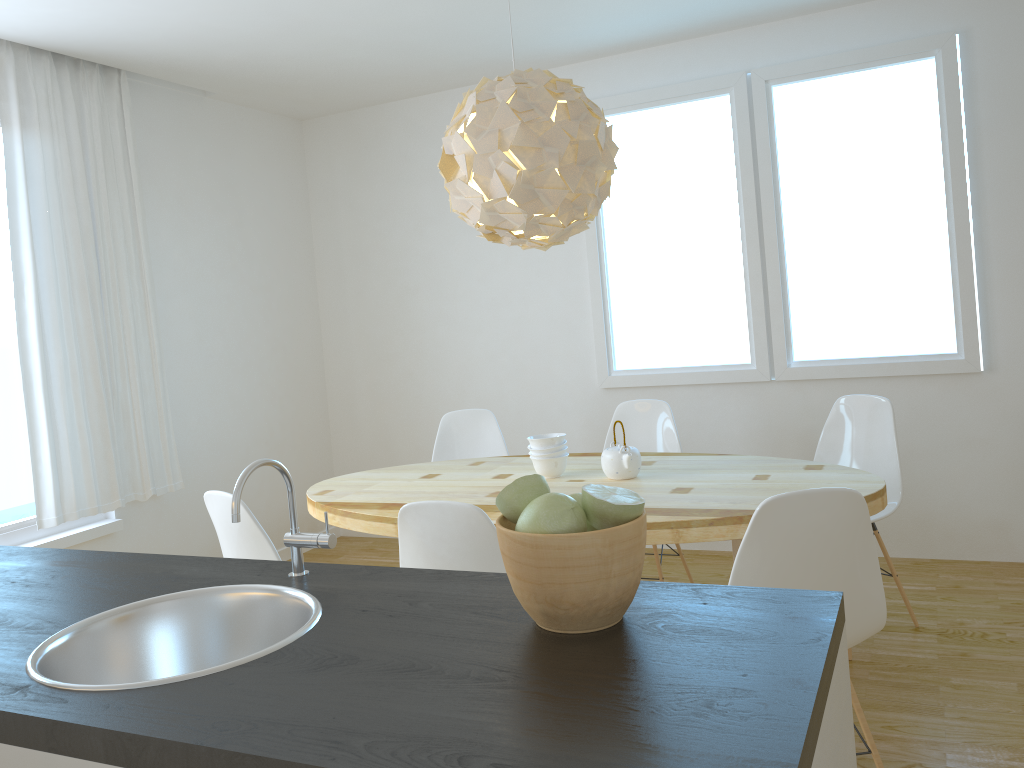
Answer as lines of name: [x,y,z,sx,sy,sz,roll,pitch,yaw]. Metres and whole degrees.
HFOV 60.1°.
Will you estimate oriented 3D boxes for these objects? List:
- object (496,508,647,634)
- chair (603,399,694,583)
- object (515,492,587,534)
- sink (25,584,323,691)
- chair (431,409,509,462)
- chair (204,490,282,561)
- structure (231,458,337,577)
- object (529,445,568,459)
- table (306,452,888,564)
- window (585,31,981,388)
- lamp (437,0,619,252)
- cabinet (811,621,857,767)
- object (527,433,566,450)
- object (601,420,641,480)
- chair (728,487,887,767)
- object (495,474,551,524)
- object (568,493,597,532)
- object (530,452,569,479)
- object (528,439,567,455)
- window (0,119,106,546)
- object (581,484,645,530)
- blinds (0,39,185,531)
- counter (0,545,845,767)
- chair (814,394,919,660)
object: [0.086,0.248,1.206,0.206,0.141,0.205,-6,4,-13]
chair: [0.546,0.550,3.943,0.429,0.900,0.525,-4,2,25]
object: [0.051,0.191,1.168,0.087,0.098,0.102,-8,4,-44]
sink: [-0.477,0.434,1.296,0.405,0.156,0.404,-7,5,-23]
chair: [-0.185,0.595,4.154,0.430,0.900,0.524,-5,2,0]
chair: [-0.668,0.744,2.885,0.525,0.900,0.429,-7,3,-45]
structure: [-0.380,0.229,1.469,0.096,0.215,0.163,-4,3,26]
object: [0.141,0.290,3.381,0.151,0.093,0.152,-7,4,-25]
table: [0.224,0.721,3.269,2.186,0.724,1.199,-3,4,24]
window: [0.777,-0.427,3.416,1.877,2.049,2.560,-4,4,25]
lamp: [0.038,-1.037,3.183,0.638,1.133,0.649,-4,2,25]
cabinet: [-0.710,0.862,1.470,2.396,0.908,0.603,-3,3,25]
object: [0.135,0.238,3.381,0.152,0.087,0.151,-8,5,-36]
object: [0.391,0.240,3.235,0.147,0.211,0.178,-4,3,25]
chair: [0.713,0.672,2.323,0.430,0.900,0.524,-5,2,-5]
object: [0.018,0.160,1.236,0.078,0.071,0.074,-8,4,-40]
object: [0.086,0.197,1.242,0.098,0.085,0.081,-5,3,-10]
object: [0.146,0.313,3.383,0.152,0.082,0.152,-7,4,-25]
object: [0.137,0.266,3.378,0.151,0.095,0.151,-2,5,42]
window: [-2.640,-0.154,3.004,0.088,1.914,2.739,-4,4,25]
object: [0.137,0.168,1.185,0.084,0.065,0.086,-2,4,37]
blinds: [-1.924,-0.492,4.107,0.150,2.156,0.797,-4,2,26]
counter: [-0.751,0.390,1.460,2.396,0.040,0.603,-3,5,25]
chair: [1.283,0.522,3.521,0.525,0.900,0.429,-6,2,-35]
